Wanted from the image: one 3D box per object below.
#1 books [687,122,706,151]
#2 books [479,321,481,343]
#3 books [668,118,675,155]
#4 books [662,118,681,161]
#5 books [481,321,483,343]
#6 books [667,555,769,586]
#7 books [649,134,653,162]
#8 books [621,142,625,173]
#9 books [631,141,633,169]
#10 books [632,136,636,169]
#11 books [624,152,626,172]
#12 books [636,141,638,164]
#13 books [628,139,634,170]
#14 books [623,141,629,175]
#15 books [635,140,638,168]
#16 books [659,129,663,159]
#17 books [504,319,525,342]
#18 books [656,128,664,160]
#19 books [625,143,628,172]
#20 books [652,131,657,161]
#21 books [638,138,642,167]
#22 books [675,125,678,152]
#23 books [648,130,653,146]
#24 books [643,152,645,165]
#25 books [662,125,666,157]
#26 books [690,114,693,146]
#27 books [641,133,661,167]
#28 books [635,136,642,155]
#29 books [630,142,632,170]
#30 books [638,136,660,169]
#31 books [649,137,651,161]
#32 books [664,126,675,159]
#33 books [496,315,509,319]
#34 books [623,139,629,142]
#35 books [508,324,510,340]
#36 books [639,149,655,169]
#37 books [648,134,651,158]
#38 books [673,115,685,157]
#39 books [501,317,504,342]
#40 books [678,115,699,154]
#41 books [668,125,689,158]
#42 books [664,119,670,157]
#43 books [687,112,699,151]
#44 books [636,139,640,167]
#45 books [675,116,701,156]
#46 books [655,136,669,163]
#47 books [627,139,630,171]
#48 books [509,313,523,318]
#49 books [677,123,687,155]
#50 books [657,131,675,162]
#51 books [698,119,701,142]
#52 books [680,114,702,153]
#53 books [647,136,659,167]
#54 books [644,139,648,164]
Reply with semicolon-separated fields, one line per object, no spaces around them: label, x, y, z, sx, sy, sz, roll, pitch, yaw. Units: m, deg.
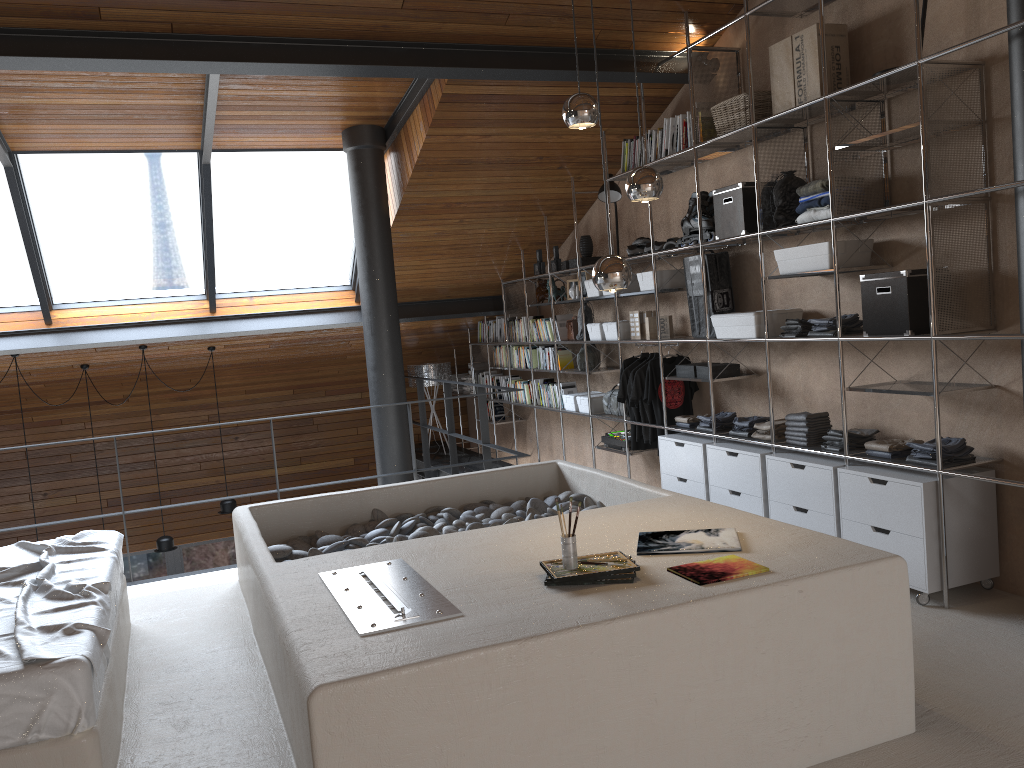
books;1.152;-1.547;5.484;0.148;0.206;0.014;-6;4;-21
books;-0.268;-0.561;9.452;0.169;0.229;0.077;-6;4;-21
books;1.062;-1.567;5.624;0.148;0.229;0.073;-6;4;-21
books;1.042;-1.584;5.751;0.143;0.264;0.088;-6;4;-21
books;-0.249;-0.557;9.388;0.161;0.228;0.080;-6;4;-21
books;0.639;0.578;2.760;0.251;0.013;0.188;-6;4;-21
books;0.977;-1.554;5.868;0.138;0.189;0.065;-6;4;-21
books;0.839;-1.587;6.248;0.148;0.229;0.073;-6;4;-21
books;0.893;-1.572;6.130;0.146;0.208;0.071;-6;4;-21
books;0.896;-1.584;6.096;0.143;0.233;0.081;-6;4;-21
books;0.851;-1.567;6.215;0.131;0.178;0.057;-6;4;-21
books;0.915;-1.564;6.049;0.139;0.199;0.074;-6;4;-21
books;0.884;-1.583;6.165;0.161;0.228;0.080;-6;4;-21
books;0.865;-1.587;6.228;0.169;0.229;0.077;-6;4;-21
books;0.901;-1.564;6.064;0.127;0.197;0.063;-6;4;-21
books;1.017;-1.554;5.773;0.123;0.201;0.071;-6;4;-21
books;0.072;-0.513;8.484;0.131;0.216;0.509;-6;4;-21
books;1.005;-1.562;5.799;0.133;0.215;0.070;-6;4;-21
books;0.861;-1.579;6.203;0.149;0.202;0.067;-6;4;-21
books;0.990;-1.559;5.841;0.131;0.202;0.068;-6;4;-21
books;0.917;-1.561;6.014;0.127;0.197;0.063;-6;4;-21
books;1.092;-1.542;5.593;0.131;0.178;0.057;-6;4;-21
books;0.956;-1.570;5.893;0.122;0.227;0.076;-6;4;-21
books;0.933;-1.546;5.946;0.112;0.173;0.054;-6;4;-21
books;1.031;-1.560;5.736;0.118;0.218;0.073;-6;4;-21
books;1.153;-1.542;5.421;0.130;0.208;0.010;-6;4;-21
books;0.948;-1.572;5.971;0.161;0.220;0.074;-6;4;-21
books;0.906;-1.579;6.084;0.129;0.226;0.069;-6;4;-21
books;0.877;-1.568;6.137;0.130;0.202;0.063;-6;4;-21
books;0.935;-1.574;6.040;0.177;0.214;0.064;-6;4;-21
books;0.960;-1.544;5.879;0.112;0.173;0.054;-6;4;-21
books;1.051;-1.558;5.707;0.155;0.212;0.073;-6;4;-21
books;-0.090;-0.558;8.975;0.143;0.264;0.088;-6;4;-21
books;0.870;-1.602;6.268;0.206;0.249;0.074;-6;4;-21
books;0.032;-0.516;8.635;0.148;0.206;0.018;-6;4;-21
books;0.917;-1.546;6.005;0.119;0.169;0.058;-6;4;-21
books;0.954;-1.554;5.883;0.111;0.194;0.059;-6;4;-21
books;1.112;-1.574;5.630;0.191;0.249;0.077;-6;4;-21
books;-0.021;-0.548;8.853;0.191;0.249;0.077;-6;4;-21
books;1.105;-1.560;5.556;0.148;0.233;0.053;-6;4;-21
books;1.073;-1.558;5.669;0.164;0.214;0.066;-6;4;-21
books;1.044;-1.569;5.667;0.148;0.229;0.073;-6;4;-21
books;1.151;-1.559;5.469;0.148;0.234;0.013;-6;4;-21
books;0.906;-1.561;6.021;0.127;0.197;0.063;-6;4;-21
books;1.121;-1.572;5.621;0.191;0.244;0.075;-6;4;-21
books;1.001;-1.553;5.830;0.120;0.186;0.064;-6;4;-21
books;0.874;-1.586;6.190;0.148;0.229;0.073;-6;4;-21
books;0.048;-0.547;8.609;0.143;0.268;0.020;-6;4;-21
books;1.105;-1.569;5.599;0.148;0.229;0.073;-6;4;-21
books;1.012;-1.551;5.790;0.126;0.194;0.064;-6;4;-21
books;1.185;-1.528;5.359;0.131;0.181;0.014;-6;4;-21
books;1.118;-1.561;5.536;0.148;0.234;0.033;-6;4;-21
books;0.941;-1.557;5.936;0.111;0.194;0.059;-6;4;-21
books;0.939;-1.543;5.920;0.111;0.171;0.056;-6;4;-21
